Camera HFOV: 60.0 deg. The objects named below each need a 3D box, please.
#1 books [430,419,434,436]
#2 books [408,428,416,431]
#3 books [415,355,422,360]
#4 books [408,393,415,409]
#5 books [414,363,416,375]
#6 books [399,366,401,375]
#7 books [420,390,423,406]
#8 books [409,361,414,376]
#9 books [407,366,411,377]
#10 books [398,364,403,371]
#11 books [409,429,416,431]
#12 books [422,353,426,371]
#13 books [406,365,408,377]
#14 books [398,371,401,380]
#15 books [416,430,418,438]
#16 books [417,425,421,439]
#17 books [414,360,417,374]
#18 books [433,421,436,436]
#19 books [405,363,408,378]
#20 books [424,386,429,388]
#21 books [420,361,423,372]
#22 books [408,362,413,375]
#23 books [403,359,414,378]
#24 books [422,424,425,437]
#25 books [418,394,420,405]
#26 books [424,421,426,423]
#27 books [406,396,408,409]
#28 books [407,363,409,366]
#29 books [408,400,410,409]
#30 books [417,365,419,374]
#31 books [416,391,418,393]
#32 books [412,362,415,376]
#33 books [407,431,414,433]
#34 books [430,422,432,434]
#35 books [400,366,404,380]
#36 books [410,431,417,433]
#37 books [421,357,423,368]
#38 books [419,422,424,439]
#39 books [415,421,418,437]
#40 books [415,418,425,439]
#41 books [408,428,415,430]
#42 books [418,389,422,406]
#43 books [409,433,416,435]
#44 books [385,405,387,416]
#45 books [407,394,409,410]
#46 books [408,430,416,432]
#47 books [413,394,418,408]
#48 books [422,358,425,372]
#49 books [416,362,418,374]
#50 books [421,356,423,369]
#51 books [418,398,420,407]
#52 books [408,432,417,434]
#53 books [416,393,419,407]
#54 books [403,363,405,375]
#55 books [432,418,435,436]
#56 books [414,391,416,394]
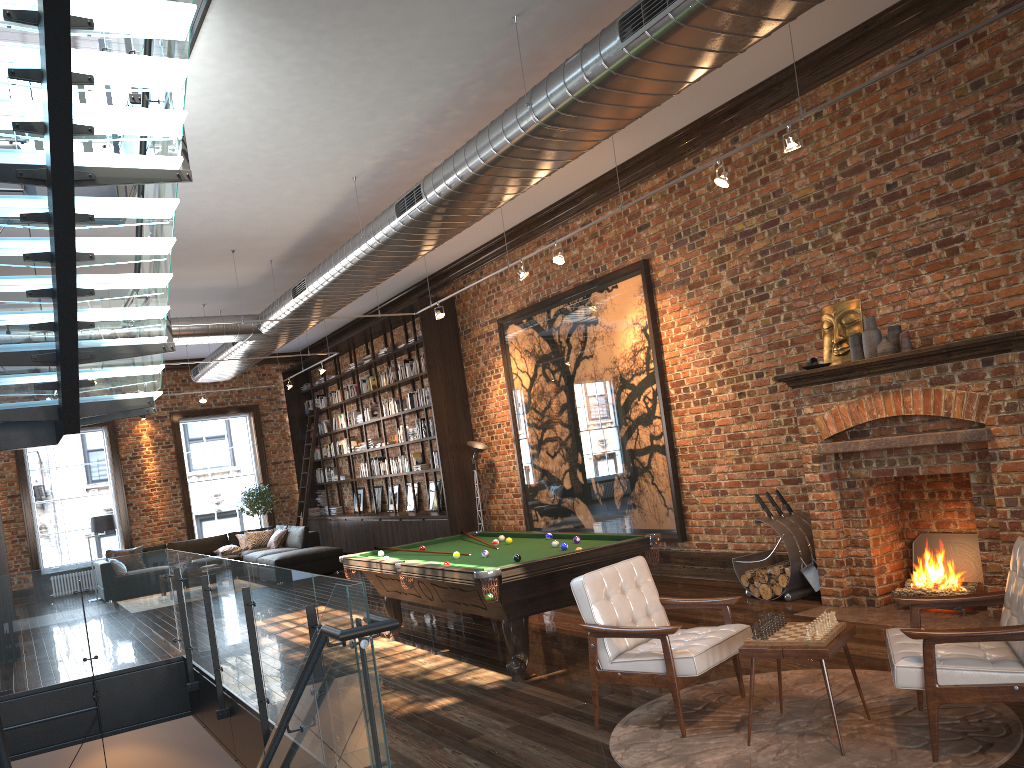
[{"bbox_3d":[-1.201,0.690,14.068,0.159,0.277,0.031,-8,0,-30],"label":"books"},{"bbox_3d":[-1.591,0.748,14.770,0.159,0.012,0.353,-5,-5,-32],"label":"books"},{"bbox_3d":[-1.460,-0.300,14.258,0.165,0.321,0.008,-8,0,-30],"label":"books"},{"bbox_3d":[-1.569,0.272,14.500,0.244,0.265,0.038,-7,0,-30],"label":"books"},{"bbox_3d":[-1.485,-0.243,14.304,0.181,0.220,0.010,-7,0,-30],"label":"books"},{"bbox_3d":[-1.781,-0.177,14.830,0.177,0.251,0.029,-7,0,-30],"label":"books"},{"bbox_3d":[-1.373,0.220,14.225,0.176,0.272,0.042,-7,0,-30],"label":"books"},{"bbox_3d":[-1.596,-0.239,14.541,0.152,0.279,0.013,-8,0,-30],"label":"books"},{"bbox_3d":[-1.624,-0.196,14.546,0.189,0.202,0.027,-7,0,-30],"label":"books"},{"bbox_3d":[-1.813,-0.189,14.896,0.149,0.294,0.032,-8,0,-30],"label":"books"},{"bbox_3d":[-1.590,0.760,14.770,0.160,0.012,0.314,-6,-5,-28],"label":"books"},{"bbox_3d":[-1.317,-0.337,13.991,0.172,0.313,0.012,-8,0,-30],"label":"books"},{"bbox_3d":[-1.647,-0.206,14.593,0.171,0.236,0.026,-7,0,-30],"label":"books"},{"bbox_3d":[-1.800,-0.138,14.848,0.189,0.182,0.025,-7,0,-30],"label":"books"},{"bbox_3d":[-1.495,0.783,14.606,0.160,0.254,0.015,-7,0,-30],"label":"books"},{"bbox_3d":[-1.451,0.779,14.510,0.178,0.236,0.036,-7,0,-30],"label":"books"},{"bbox_3d":[-1.471,-0.262,14.287,0.188,0.252,0.018,-7,0,-30],"label":"books"},{"bbox_3d":[-1.169,0.703,14.046,0.146,0.239,0.012,-7,0,-30],"label":"books"},{"bbox_3d":[-1.659,-0.216,14.610,0.167,0.262,0.016,-7,0,-30],"label":"books"},{"bbox_3d":[-1.318,0.183,13.985,0.182,0.294,0.012,-7,0,-30],"label":"books"},{"bbox_3d":[-1.392,-0.262,14.150,0.168,0.210,0.033,-7,0,-30],"label":"books"},{"bbox_3d":[-1.580,-0.230,14.485,0.164,0.258,0.100,-7,0,-30],"label":"books"},{"bbox_3d":[-1.692,-0.244,14.651,0.179,0.332,0.016,-8,0,-30],"label":"books"},{"bbox_3d":[-1.374,0.756,14.395,0.146,0.242,0.039,-7,0,-30],"label":"books"},{"bbox_3d":[-1.425,0.263,14.331,0.164,0.217,0.036,-7,0,-30],"label":"books"},{"bbox_3d":[-1.321,0.725,14.271,0.190,0.271,0.026,-7,0,-30],"label":"books"},{"bbox_3d":[-1.682,0.317,14.808,0.160,0.254,0.014,-7,0,-30],"label":"books"},{"bbox_3d":[-1.628,-0.219,14.575,0.150,0.254,0.025,-7,0,-30],"label":"books"},{"bbox_3d":[-1.631,0.324,14.690,0.174,0.208,0.030,-7,0,-30],"label":"books"},{"bbox_3d":[-1.423,-0.268,14.189,0.185,0.235,0.021,-7,0,-30],"label":"books"},{"bbox_3d":[-1.453,0.240,14.406,0.161,0.283,0.056,-8,0,-30],"label":"books"},{"bbox_3d":[-1.527,-0.232,14.372,0.168,0.232,0.147,-7,-1,-30],"label":"books"},{"bbox_3d":[-1.592,0.784,14.766,0.159,0.012,0.356,-5,-5,-34],"label":"books"},{"bbox_3d":[-1.215,0.696,14.096,0.157,0.273,0.032,-8,0,-30],"label":"books"},{"bbox_3d":[-1.770,-0.176,14.801,0.183,0.242,0.030,-7,0,-30],"label":"books"},{"bbox_3d":[-1.585,0.796,14.770,0.159,0.012,0.353,-6,-5,-28],"label":"books"},{"bbox_3d":[-1.347,-0.302,14.067,0.162,0.263,0.030,-7,0,-30],"label":"books"},{"bbox_3d":[-1.415,0.746,14.451,0.166,0.282,0.072,-7,0,-30],"label":"books"},{"bbox_3d":[-1.479,0.753,14.539,0.183,0.300,0.013,-7,0,-30],"label":"books"},{"bbox_3d":[-1.477,0.732,14.527,0.179,0.339,0.013,-8,0,-30],"label":"books"},{"bbox_3d":[-1.593,0.736,14.770,0.159,0.012,0.353,-6,-5,-28],"label":"books"},{"bbox_3d":[-1.407,0.218,14.279,0.180,0.295,0.025,-7,0,-30],"label":"books"},{"bbox_3d":[-1.587,0.820,14.767,0.160,0.012,0.317,-6,-5,-26],"label":"books"},{"bbox_3d":[-2.144,0.428,15.611,0.172,0.283,0.013,-7,0,-30],"label":"books"},{"bbox_3d":[-1.661,0.296,14.761,0.166,0.282,0.060,-7,0,-30],"label":"books"},{"bbox_3d":[-1.588,0.772,14.770,0.159,0.012,0.353,-6,-5,-28],"label":"books"},{"bbox_3d":[-1.505,0.277,14.448,0.186,0.230,0.035,-7,0,-30],"label":"books"},{"bbox_3d":[-1.336,-0.294,14.038,0.164,0.240,0.032,-7,0,-30],"label":"books"},{"bbox_3d":[-1.457,-0.254,14.248,0.169,0.226,0.008,-7,0,-30],"label":"books"},{"bbox_3d":[-1.367,-0.302,14.131,0.135,0.279,0.029,-8,0,-30],"label":"books"},{"bbox_3d":[-1.429,0.267,14.358,0.176,0.216,0.015,-7,0,-30],"label":"books"},{"bbox_3d":[-1.585,0.808,14.769,0.159,0.012,0.354,-5,-5,-33],"label":"books"},{"bbox_3d":[-1.453,0.258,14.363,0.188,0.240,0.016,-7,0,-30],"label":"books"},{"bbox_3d":[-1.715,-0.208,14.717,0.149,0.278,0.055,-8,0,-30],"label":"books"},{"bbox_3d":[-1.179,0.678,14.056,0.163,0.293,0.012,-8,0,-30],"label":"books"},{"bbox_3d":[-1.500,0.253,14.499,0.158,0.285,0.014,-8,0,-30],"label":"books"}]
